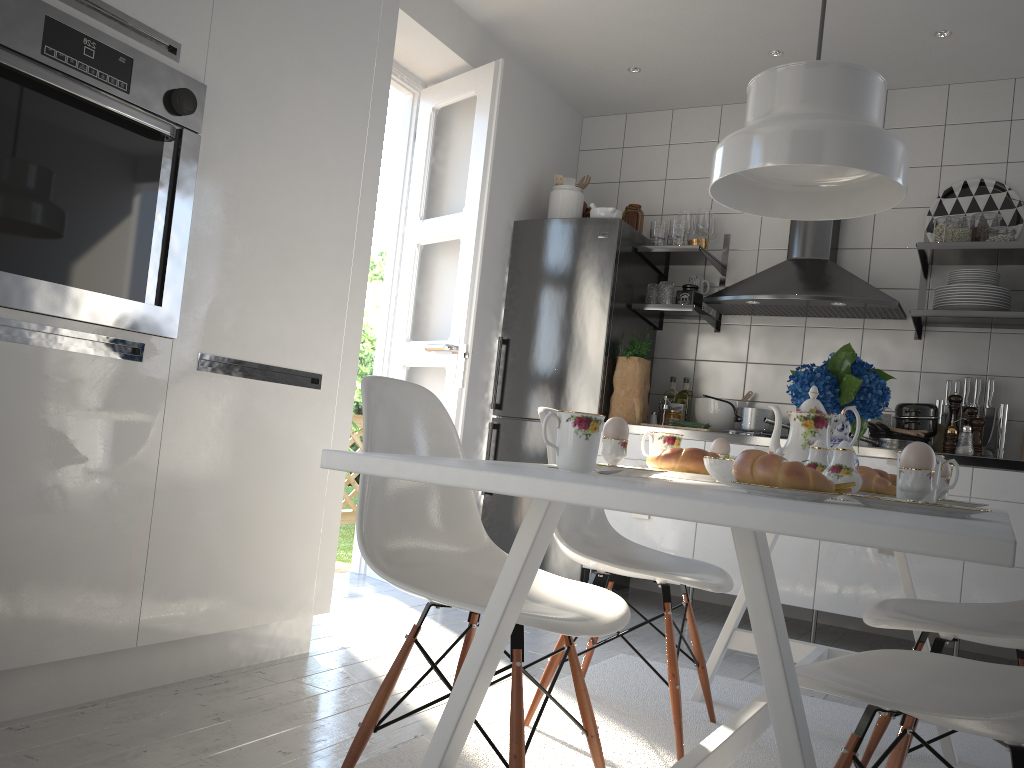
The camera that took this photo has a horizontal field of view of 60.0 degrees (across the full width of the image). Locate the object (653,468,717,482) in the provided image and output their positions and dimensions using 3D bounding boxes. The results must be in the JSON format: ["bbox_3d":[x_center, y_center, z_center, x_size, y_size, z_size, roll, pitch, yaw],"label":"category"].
[{"bbox_3d":[0.371,0.191,1.852,0.158,0.016,0.158,6,-4,-1],"label":"object"}]

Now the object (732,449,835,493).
[{"bbox_3d":[0.387,0.129,1.305,0.124,0.057,0.161,7,-3,-6],"label":"object"}]

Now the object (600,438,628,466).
[{"bbox_3d":[0.183,0.127,1.598,0.048,0.057,0.048,7,-2,-20],"label":"object"}]

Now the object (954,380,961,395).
[{"bbox_3d":[1.988,0.041,3.959,0.027,0.114,0.019,6,-2,25],"label":"object"}]

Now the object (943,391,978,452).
[{"bbox_3d":[1.913,0.174,3.775,0.123,0.282,0.061,5,-2,34],"label":"object"}]

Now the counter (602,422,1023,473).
[{"bbox_3d":[1.963,0.335,3.634,3.234,0.045,0.652,4,-4,29],"label":"counter"}]

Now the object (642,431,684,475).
[{"bbox_3d":[0.344,0.159,2.016,0.078,0.095,0.091,5,-3,28],"label":"object"}]

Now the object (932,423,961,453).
[{"bbox_3d":[1.907,0.249,3.877,0.116,0.144,0.127,7,-3,-22],"label":"object"}]

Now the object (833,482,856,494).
[{"bbox_3d":[0.435,0.154,1.295,0.109,0.036,0.070,7,-3,-13],"label":"object"}]

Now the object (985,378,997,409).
[{"bbox_3d":[2.109,0.041,3.891,0.046,0.132,0.022,5,-2,33],"label":"object"}]

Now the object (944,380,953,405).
[{"bbox_3d":[1.957,0.039,3.976,0.027,0.114,0.019,6,-2,25],"label":"object"}]

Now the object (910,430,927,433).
[{"bbox_3d":[1.642,0.206,3.765,0.065,0.021,0.336,7,-4,-7],"label":"object"}]

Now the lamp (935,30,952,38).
[{"bbox_3d":[1.786,-1.461,3.670,0.064,0.030,0.064,5,-3,22],"label":"lamp"}]

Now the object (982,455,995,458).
[{"bbox_3d":[2.024,0.314,3.791,0.072,0.031,0.070,4,-4,29],"label":"object"}]

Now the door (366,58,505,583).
[{"bbox_3d":[-0.369,-0.249,3.992,0.157,2.324,0.601,8,-2,-41],"label":"door"}]

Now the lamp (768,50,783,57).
[{"bbox_3d":[1.193,-1.505,4.004,0.064,0.030,0.064,5,-3,22],"label":"lamp"}]

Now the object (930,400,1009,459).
[{"bbox_3d":[2.021,0.210,3.926,0.321,0.260,0.067,5,-2,29],"label":"object"}]

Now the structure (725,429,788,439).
[{"bbox_3d":[1.234,0.245,4.038,0.466,0.029,0.491,4,-4,29],"label":"structure"}]

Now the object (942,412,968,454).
[{"bbox_3d":[1.852,0.209,3.711,0.080,0.192,0.058,6,-2,18],"label":"object"}]

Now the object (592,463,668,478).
[{"bbox_3d":[0.179,0.154,1.598,0.201,0.016,0.201,7,-4,-16],"label":"object"}]

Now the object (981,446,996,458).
[{"bbox_3d":[2.064,0.303,3.846,0.069,0.068,0.029,5,-2,34],"label":"object"}]

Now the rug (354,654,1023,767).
[{"bbox_3d":[0.444,0.865,1.732,1.424,0.004,2.316,4,-4,29],"label":"rug"}]

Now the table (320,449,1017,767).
[{"bbox_3d":[0.502,0.541,1.778,0.812,0.659,1.831,5,-4,29],"label":"table"}]

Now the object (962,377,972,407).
[{"bbox_3d":[2.023,0.035,3.940,0.033,0.132,0.022,5,-2,34],"label":"object"}]

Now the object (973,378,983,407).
[{"bbox_3d":[2.060,0.037,3.919,0.033,0.132,0.022,5,-2,34],"label":"object"}]

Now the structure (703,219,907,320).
[{"bbox_3d":[1.408,-0.890,4.154,0.867,1.091,0.473,5,-2,29],"label":"structure"}]

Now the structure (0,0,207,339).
[{"bbox_3d":[-0.991,-0.444,1.953,0.321,0.608,0.729,5,-3,29],"label":"structure"}]

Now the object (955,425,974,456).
[{"bbox_3d":[1.866,0.235,3.647,0.069,0.135,0.069,6,-2,9],"label":"object"}]

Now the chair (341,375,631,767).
[{"bbox_3d":[-0.059,0.401,1.663,0.541,0.800,0.466,5,-2,28],"label":"chair"}]

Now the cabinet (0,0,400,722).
[{"bbox_3d":[-1.005,-0.315,2.231,0.512,2.094,1.381,5,-2,29],"label":"cabinet"}]

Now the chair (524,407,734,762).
[{"bbox_3d":[0.298,0.482,2.309,0.541,0.800,0.466,5,-2,23],"label":"chair"}]

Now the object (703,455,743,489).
[{"bbox_3d":[0.417,0.157,1.570,0.158,0.058,0.158,5,-4,19],"label":"object"}]

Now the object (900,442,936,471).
[{"bbox_3d":[0.594,0.116,1.298,0.048,0.063,0.048,5,-3,33],"label":"object"}]

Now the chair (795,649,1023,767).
[{"bbox_3d":[0.654,0.450,1.204,0.541,0.800,0.466,4,-3,43],"label":"chair"}]

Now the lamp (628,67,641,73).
[{"bbox_3d":[0.600,-1.549,4.337,0.064,0.030,0.064,5,-3,22],"label":"lamp"}]

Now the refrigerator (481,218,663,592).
[{"bbox_3d":[0.302,0.126,4.547,0.575,1.798,0.696,5,-2,29],"label":"refrigerator"}]

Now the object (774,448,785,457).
[{"bbox_3d":[0.519,0.165,1.728,0.186,0.083,0.141,4,-4,29],"label":"object"}]

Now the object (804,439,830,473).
[{"bbox_3d":[0.545,0.150,1.580,0.069,0.102,0.065,5,-2,29],"label":"object"}]

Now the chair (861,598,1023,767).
[{"bbox_3d":[1.036,0.536,1.879,0.542,0.800,0.466,6,-2,18],"label":"chair"}]

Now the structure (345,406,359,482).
[{"bbox_3d":[-1.546,0.234,5.340,1.260,1.279,1.179,5,-3,31],"label":"structure"}]

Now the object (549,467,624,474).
[{"bbox_3d":[0.123,0.143,1.500,0.139,0.011,0.032,5,-4,26],"label":"object"}]

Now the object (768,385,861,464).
[{"bbox_3d":[0.650,0.118,1.919,0.140,0.230,0.149,8,-3,-43],"label":"object"}]

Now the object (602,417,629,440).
[{"bbox_3d":[0.187,0.090,1.599,0.048,0.063,0.048,5,-3,33],"label":"object"}]

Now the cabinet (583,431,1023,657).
[{"bbox_3d":[1.915,0.750,3.619,3.233,0.794,0.664,4,-3,29],"label":"cabinet"}]

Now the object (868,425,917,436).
[{"bbox_3d":[1.598,0.195,3.739,0.064,0.044,0.335,6,-4,-4],"label":"object"}]

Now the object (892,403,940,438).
[{"bbox_3d":[1.735,0.156,3.808,0.190,0.159,0.197,7,-3,-9],"label":"object"}]

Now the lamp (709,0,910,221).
[{"bbox_3d":[0.654,-1.032,1.778,0.374,1.322,0.373,7,-2,-29],"label":"lamp"}]

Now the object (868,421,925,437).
[{"bbox_3d":[1.614,0.190,3.742,0.059,0.060,0.334,7,-4,-13],"label":"object"}]

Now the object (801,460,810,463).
[{"bbox_3d":[0.466,0.142,1.536,0.031,0.032,0.138,7,-4,-16],"label":"object"}]

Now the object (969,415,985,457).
[{"bbox_3d":[1.931,0.220,3.689,0.058,0.184,0.058,7,-2,-32],"label":"object"}]

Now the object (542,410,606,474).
[{"bbox_3d":[0.099,0.093,1.409,0.091,0.095,0.078,6,-2,16],"label":"object"}]

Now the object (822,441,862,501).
[{"bbox_3d":[0.564,0.147,1.515,0.069,0.102,0.065,5,-2,29],"label":"object"}]

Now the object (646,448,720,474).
[{"bbox_3d":[0.368,0.161,1.836,0.161,0.057,0.124,7,-3,-6],"label":"object"}]

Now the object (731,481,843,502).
[{"bbox_3d":[0.401,0.159,1.298,0.158,0.016,0.158,6,-4,-1],"label":"object"}]

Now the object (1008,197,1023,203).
[{"bbox_3d":[2.323,-0.671,3.764,0.377,0.279,0.198,6,-2,12],"label":"object"}]

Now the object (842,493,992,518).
[{"bbox_3d":[0.587,0.179,1.296,0.200,0.016,0.201,3,-5,44],"label":"object"}]
